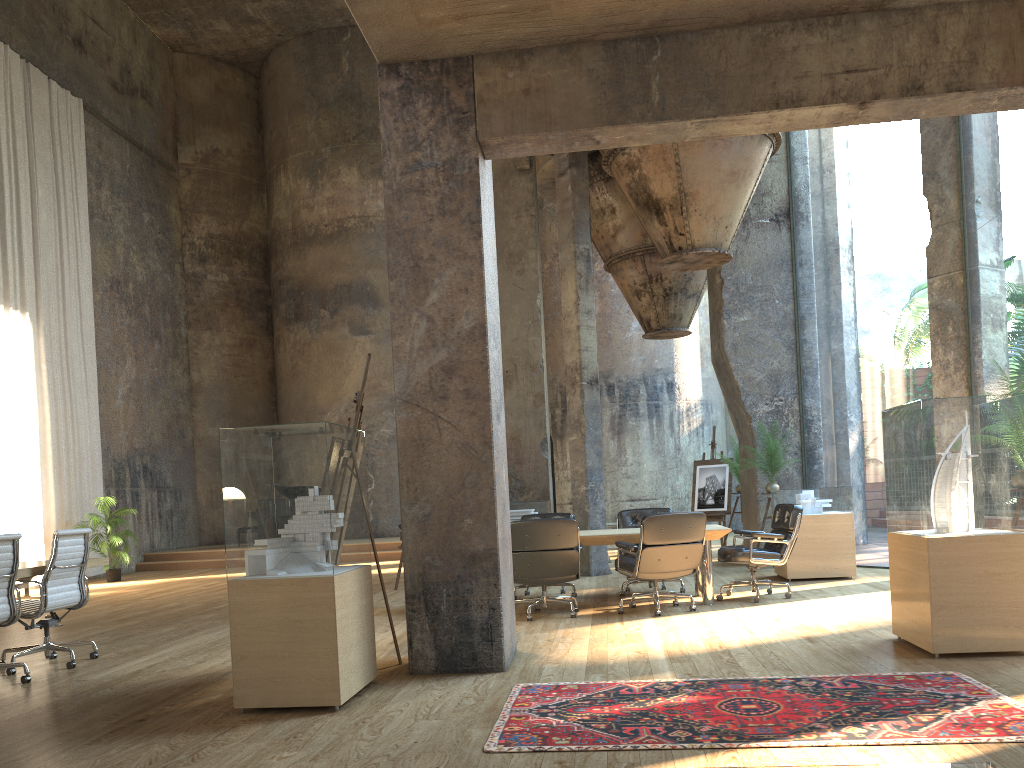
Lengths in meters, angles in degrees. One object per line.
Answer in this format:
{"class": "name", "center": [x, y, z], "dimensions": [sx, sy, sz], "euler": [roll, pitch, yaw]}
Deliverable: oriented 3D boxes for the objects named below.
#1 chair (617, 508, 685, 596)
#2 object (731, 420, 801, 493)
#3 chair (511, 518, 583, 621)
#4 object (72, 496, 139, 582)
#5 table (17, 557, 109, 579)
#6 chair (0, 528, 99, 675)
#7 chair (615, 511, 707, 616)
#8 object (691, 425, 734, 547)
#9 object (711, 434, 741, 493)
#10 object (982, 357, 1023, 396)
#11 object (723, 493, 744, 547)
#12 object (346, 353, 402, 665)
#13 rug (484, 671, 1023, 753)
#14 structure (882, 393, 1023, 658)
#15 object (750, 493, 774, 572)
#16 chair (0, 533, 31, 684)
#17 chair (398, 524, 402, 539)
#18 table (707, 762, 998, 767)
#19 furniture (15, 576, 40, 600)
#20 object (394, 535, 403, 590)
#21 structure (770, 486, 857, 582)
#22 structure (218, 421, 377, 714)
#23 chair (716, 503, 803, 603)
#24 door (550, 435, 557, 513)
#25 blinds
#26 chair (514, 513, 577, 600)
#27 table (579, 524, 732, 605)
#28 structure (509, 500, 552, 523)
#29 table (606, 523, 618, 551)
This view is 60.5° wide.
{"class": "chair", "center": [1.446, 1.764, 9.291], "dimensions": [0.730, 0.890, 0.824], "euler": [-3, -3, 7]}
{"class": "object", "center": [3.172, 0.911, 11.061], "dimensions": [0.859, 0.938, 0.690], "euler": [-3, -2, 9]}
{"class": "chair", "center": [0.279, 1.651, 7.929], "dimensions": [0.729, 0.890, 0.825], "euler": [-3, -3, 0]}
{"class": "object", "center": [-6.816, 2.630, 14.882], "dimensions": [1.091, 1.453, 1.134], "euler": [-3, -2, -3]}
{"class": "table", "center": [-4.573, 1.420, 3.639], "dimensions": [1.602, 0.755, 7.754], "euler": [-4, -7, 6]}
{"class": "chair", "center": [-3.553, 1.617, 6.619], "dimensions": [0.700, 1.023, 0.667], "euler": [-3, -2, 11]}
{"class": "chair", "center": [1.286, 1.588, 7.849], "dimensions": [0.728, 0.890, 0.826], "euler": [-2, -3, -20]}
{"class": "object", "center": [3.359, 1.750, 14.655], "dimensions": [0.704, 2.142, 0.683], "euler": [-3, 0, 35]}
{"class": "object", "center": [3.458, 1.209, 13.505], "dimensions": [0.690, 0.937, 0.860], "euler": [-4, -3, 27]}
{"class": "object", "center": [3.443, 0.244, 5.951], "dimensions": [0.687, 0.937, 0.863], "euler": [-3, -3, -3]}
{"class": "object", "center": [3.561, 2.149, 13.481], "dimensions": [0.658, 0.970, 0.572], "euler": [-3, -2, 0]}
{"class": "object", "center": [-1.140, 0.872, 5.949], "dimensions": [0.685, 2.142, 0.702], "euler": [-3, 0, 5]}
{"class": "rug", "center": [1.162, 1.580, 4.302], "dimensions": [2.464, 0.009, 1.353], "euler": [-4, -7, 6]}
{"class": "structure", "center": [2.794, 0.888, 5.548], "dimensions": [0.595, 1.544, 0.744], "euler": [-3, -1, 6]}
{"class": "object", "center": [3.368, 1.839, 10.973], "dimensions": [0.573, 0.970, 0.657], "euler": [-4, -2, 42]}
{"class": "chair", "center": [-3.611, 1.510, 5.755], "dimensions": [0.700, 1.023, 0.666], "euler": [-4, -2, 14]}
{"class": "chair", "center": [-0.687, 1.809, 8.771], "dimensions": [0.821, 0.890, 0.733], "euler": [-3, -3, 2]}
{"class": "table", "center": [0.965, 1.237, 2.439], "dimensions": [0.860, 0.246, 0.372], "euler": [-4, -5, 6]}
{"class": "furniture", "center": [-6.826, 2.481, 11.337], "dimensions": [0.709, 0.838, 1.881], "euler": [-3, -6, 6]}
{"class": "object", "center": [-1.051, 1.519, 11.050], "dimensions": [0.704, 2.142, 0.682], "euler": [-3, 0, 38]}
{"class": "structure", "center": [3.397, 1.685, 9.953], "dimensions": [0.735, 1.012, 0.746], "euler": [-3, -2, 6]}
{"class": "structure", "center": [-1.201, 1.034, 5.062], "dimensions": [0.595, 1.544, 0.744], "euler": [-3, -1, 6]}
{"class": "chair", "center": [2.334, 1.607, 8.426], "dimensions": [0.821, 0.890, 0.733], "euler": [-3, -3, 0]}
{"class": "door", "center": [0.766, 2.261, 19.706], "dimensions": [0.110, 2.626, 0.906], "euler": [-3, 0, -42]}
{"class": "blinds", "center": [-8.007, -1.321, 12.174], "dimensions": [0.275, 8.621, 7.857], "euler": [-3, -3, 7]}
{"class": "chair", "center": [0.338, 1.837, 9.414], "dimensions": [0.731, 0.890, 0.824], "euler": [-4, -3, 13]}
{"class": "table", "center": [0.860, 1.799, 8.591], "dimensions": [2.411, 0.698, 1.110], "euler": [-4, -5, 6]}
{"class": "structure", "center": [0.147, 2.069, 11.629], "dimensions": [0.744, 1.012, 0.737], "euler": [-3, -2, 6]}
{"class": "table", "center": [1.360, 2.643, 14.796], "dimensions": [1.872, 0.545, 0.945], "euler": [-4, -5, 6]}
